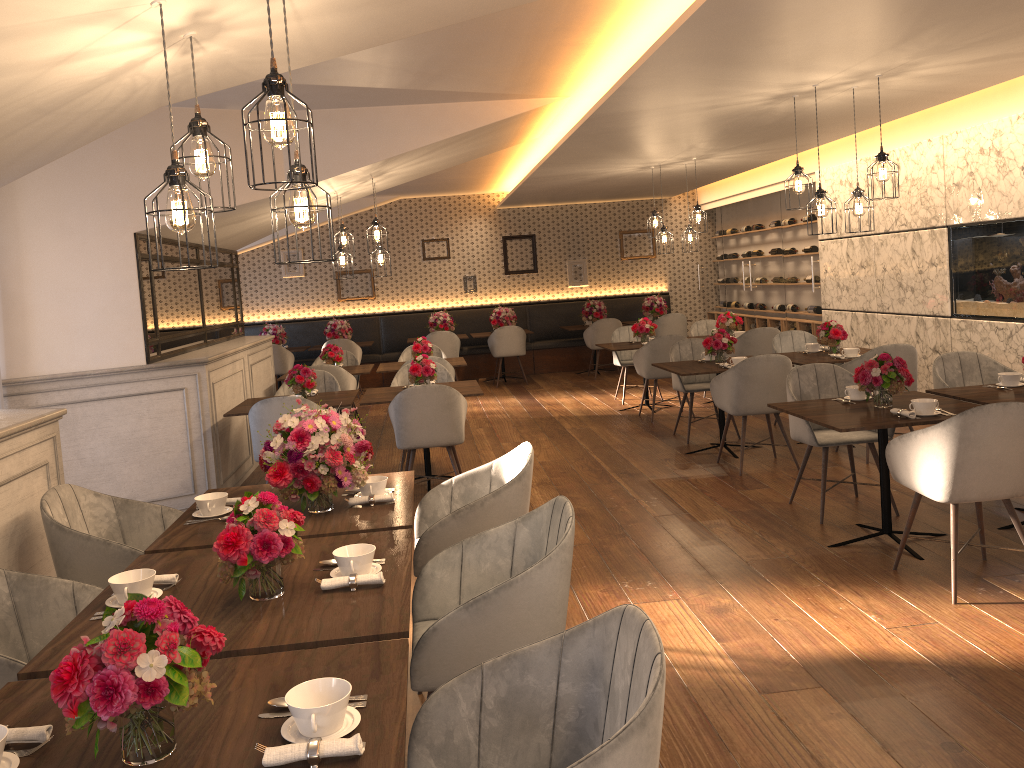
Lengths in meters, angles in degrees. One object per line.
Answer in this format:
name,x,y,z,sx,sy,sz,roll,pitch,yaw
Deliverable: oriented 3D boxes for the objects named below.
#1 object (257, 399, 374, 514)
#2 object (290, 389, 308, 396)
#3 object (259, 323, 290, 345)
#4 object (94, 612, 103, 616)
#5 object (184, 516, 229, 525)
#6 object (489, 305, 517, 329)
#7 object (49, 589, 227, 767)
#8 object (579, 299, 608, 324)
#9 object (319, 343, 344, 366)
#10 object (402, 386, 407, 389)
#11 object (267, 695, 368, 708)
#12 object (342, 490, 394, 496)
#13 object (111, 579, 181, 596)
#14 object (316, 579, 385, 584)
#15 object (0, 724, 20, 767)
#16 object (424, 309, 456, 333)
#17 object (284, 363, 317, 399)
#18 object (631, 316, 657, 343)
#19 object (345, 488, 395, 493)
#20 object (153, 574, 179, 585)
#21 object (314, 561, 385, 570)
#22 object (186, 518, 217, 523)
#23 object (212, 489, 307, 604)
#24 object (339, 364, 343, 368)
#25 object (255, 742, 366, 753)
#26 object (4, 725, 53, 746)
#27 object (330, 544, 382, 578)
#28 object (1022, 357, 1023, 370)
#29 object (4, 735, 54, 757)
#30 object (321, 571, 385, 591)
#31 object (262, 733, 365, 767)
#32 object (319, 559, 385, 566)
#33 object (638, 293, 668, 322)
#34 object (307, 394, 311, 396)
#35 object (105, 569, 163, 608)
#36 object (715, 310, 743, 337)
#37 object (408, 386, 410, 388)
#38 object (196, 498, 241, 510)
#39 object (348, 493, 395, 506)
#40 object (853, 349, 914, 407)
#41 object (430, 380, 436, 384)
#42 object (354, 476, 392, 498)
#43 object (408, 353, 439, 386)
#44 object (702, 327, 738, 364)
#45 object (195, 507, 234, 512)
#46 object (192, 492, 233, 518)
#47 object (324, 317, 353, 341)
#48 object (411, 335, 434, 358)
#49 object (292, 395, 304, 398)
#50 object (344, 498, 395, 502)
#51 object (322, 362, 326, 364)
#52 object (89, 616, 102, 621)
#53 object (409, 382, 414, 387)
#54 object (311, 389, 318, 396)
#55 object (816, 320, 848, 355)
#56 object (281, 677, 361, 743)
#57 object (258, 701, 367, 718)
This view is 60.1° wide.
object,-0.735,0.265,3.330,0.420,0.424,0.406,-6,5,-17
object,-1.697,0.061,7.076,0.149,0.072,0.148,-9,8,-38
object,-3.509,-0.698,12.989,0.405,0.424,0.422,0,6,37
object,-1.017,0.611,2.391,0.211,0.004,0.022,-5,7,-6
object,-1.116,0.505,3.281,0.197,0.015,0.043,-5,7,-9
object,-0.131,-0.977,13.306,0.420,0.424,0.407,-4,5,-3
object,-0.671,0.526,1.616,0.234,0.300,0.306,0,7,42
object,1.251,-1.093,13.454,0.405,0.424,0.422,0,6,37
object,-1.848,-0.278,9.025,0.235,0.300,0.305,-7,6,-30
object,-0.867,0.023,7.139,0.043,0.015,0.198,-5,7,-9
object,-0.391,0.634,1.781,0.197,0.015,0.043,-5,7,-9
object,-0.580,0.439,3.562,0.211,0.004,0.022,-5,7,-6
object,-1.050,0.584,2.545,0.192,0.024,0.025,-5,5,-6
object,-0.453,0.549,2.480,0.192,0.024,0.025,-5,5,-6
object,-0.962,0.670,1.574,0.148,0.072,0.149,1,8,37
object,-1.066,-0.910,13.314,0.405,0.424,0.422,0,7,38
object,-1.612,-0.018,6.720,0.235,0.300,0.305,-7,6,-30
object,1.460,-0.599,9.737,0.306,0.300,0.234,-7,6,-28
object,-0.577,0.429,3.597,0.197,0.015,0.043,-5,7,-9
object,-1.064,0.574,2.578,0.175,0.039,0.056,-5,6,-6
object,-0.485,0.543,2.636,0.211,0.004,0.022,-5,7,-6
object,-1.112,0.506,3.317,0.211,0.004,0.022,-5,7,-6
object,-0.683,0.431,2.434,0.234,0.300,0.307,-3,5,14
object,-1.819,-0.193,9.394,0.056,0.039,0.176,-5,7,-5
object,-0.361,0.650,1.591,0.192,0.024,0.025,-5,5,-6
object,-0.973,0.674,1.688,0.175,0.039,0.056,-5,6,-6
object,-0.453,0.516,2.559,0.148,0.072,0.149,1,8,37
object,2.920,-0.107,4.779,0.305,0.300,0.235,-3,5,16
object,-0.959,0.684,1.655,0.192,0.024,0.025,-5,5,-6
object,-0.440,0.545,2.447,0.175,0.039,0.056,-5,6,-6
object,-0.349,0.646,1.557,0.175,0.039,0.056,-5,6,-6
object,-0.482,0.533,2.671,0.197,0.015,0.043,-5,7,-9
object,2.182,-1.171,13.557,0.405,0.424,0.422,0,7,38
object,-1.615,0.079,7.076,0.025,0.024,0.193,-5,7,-5
object,-1.053,0.570,2.464,0.148,0.072,0.149,1,8,37
object,2.406,-0.673,9.798,0.305,0.300,0.235,-3,5,16
object,-0.831,0.027,7.136,0.022,0.004,0.212,-5,7,-5
object,-1.159,0.469,3.504,0.175,0.039,0.056,-5,6,-6
object,-0.535,0.441,3.373,0.175,0.039,0.056,-5,6,-6
object,1.975,-0.031,4.714,0.305,0.300,0.235,-1,5,27
object,-0.644,-0.010,7.180,0.056,0.039,0.176,-5,7,-5
object,-0.548,0.411,3.485,0.148,0.072,0.149,1,8,37
object,-0.681,-0.097,6.823,0.234,0.300,0.307,-3,5,14
object,1.713,-0.321,7.274,0.306,0.300,0.234,-7,6,-28
object,-1.145,0.479,3.471,0.192,0.024,0.025,-5,5,-6
object,-1.148,0.465,3.390,0.148,0.072,0.149,1,8,37
object,-2.567,-0.775,13.077,0.420,0.424,0.406,-6,5,-17
object,-0.918,-0.356,9.129,0.234,0.300,0.307,-3,5,14
object,-1.599,0.126,6.475,0.149,0.072,0.148,-9,8,-38
object,-0.548,0.445,3.407,0.192,0.024,0.025,-5,5,-6
object,-1.933,-0.200,9.381,0.149,0.072,0.148,-9,8,-38
object,-1.021,0.609,2.355,0.197,0.015,0.043,-5,7,-9
object,-0.759,-0.017,7.168,0.149,0.072,0.148,-9,8,-38
object,-1.582,0.068,7.088,0.056,0.039,0.176,-5,7,-5
object,2.661,-0.396,7.338,0.234,0.300,0.306,-4,5,-4
object,-0.362,0.616,1.669,0.148,0.072,0.149,1,8,37
object,-0.393,0.644,1.746,0.211,0.004,0.022,-5,7,-6
